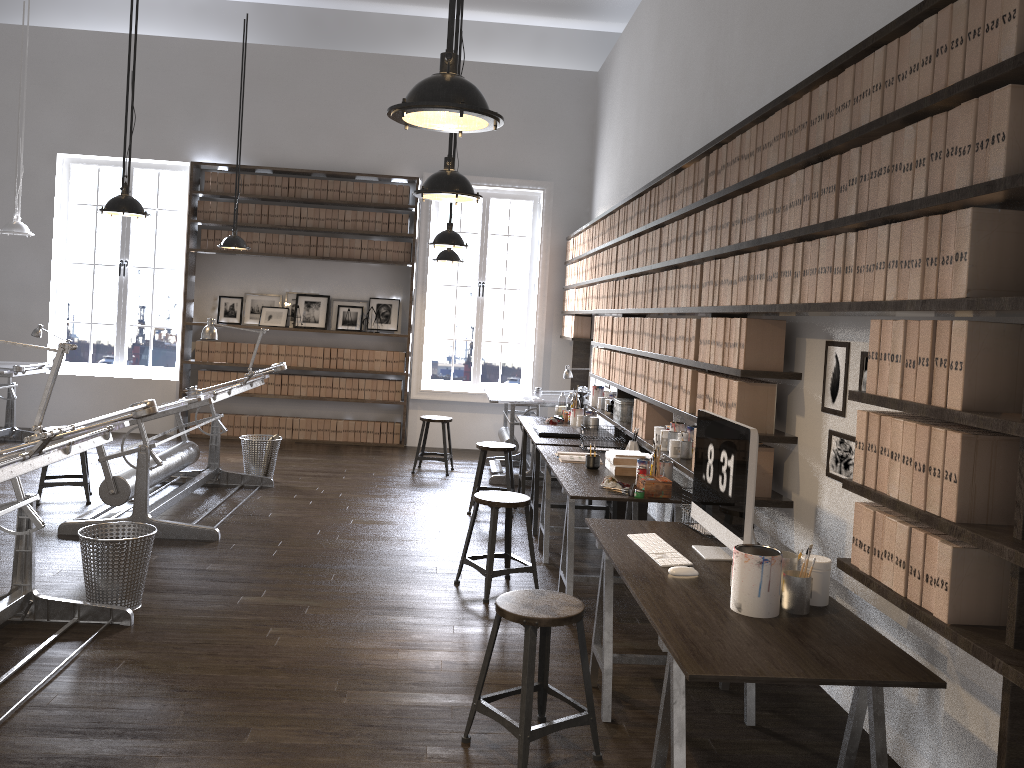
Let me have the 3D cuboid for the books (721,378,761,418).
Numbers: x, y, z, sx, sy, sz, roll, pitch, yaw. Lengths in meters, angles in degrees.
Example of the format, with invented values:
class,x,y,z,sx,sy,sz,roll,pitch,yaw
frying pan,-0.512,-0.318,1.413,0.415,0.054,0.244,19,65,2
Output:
class,x,y,z,sx,sy,sz,roll,pitch,yaw
books,1.039,0.094,3.985,0.174,0.225,0.067,3,2,-4

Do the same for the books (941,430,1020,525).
class,x,y,z,sx,sy,sz,roll,pitch,yaw
books,1.170,0.235,2.192,0.174,0.225,0.067,3,2,-4

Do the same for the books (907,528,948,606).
class,x,y,z,sx,sy,sz,roll,pitch,yaw
books,1.144,0.501,2.330,0.174,0.225,0.067,3,2,-4

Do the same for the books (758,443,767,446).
class,x,y,z,sx,sy,sz,roll,pitch,yaw
books,1.029,0.375,3.926,0.174,0.225,0.067,3,2,-4

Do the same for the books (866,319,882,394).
class,x,y,z,sx,sy,sz,roll,pitch,yaw
books,1.156,-0.074,2.629,0.174,0.225,0.067,3,2,-4

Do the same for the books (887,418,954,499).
class,x,y,z,sx,sy,sz,roll,pitch,yaw
books,1.149,0.213,2.463,0.174,0.225,0.067,3,2,-4

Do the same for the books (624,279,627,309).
class,x,y,z,sx,sy,sz,roll,pitch,yaw
books,0.908,-0.641,6.406,0.174,0.225,0.067,3,2,-4

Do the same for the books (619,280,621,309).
class,x,y,z,sx,sy,sz,roll,pitch,yaw
books,0.894,-0.658,6.619,0.174,0.225,0.067,3,2,-4

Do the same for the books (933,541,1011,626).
class,x,y,z,sx,sy,sz,roll,pitch,yaw
books,1.148,0.511,2.195,0.174,0.225,0.067,3,2,-4

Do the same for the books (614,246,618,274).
class,x,y,z,sx,sy,sz,roll,pitch,yaw
books,0.886,-0.953,6.877,0.174,0.225,0.067,3,2,-4

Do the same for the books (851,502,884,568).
class,x,y,z,sx,sy,sz,roll,pitch,yaw
books,1.122,0.475,2.663,0.174,0.225,0.067,3,2,-4

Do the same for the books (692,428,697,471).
class,x,y,z,sx,sy,sz,roll,pitch,yaw
books,0.996,0.337,4.418,0.174,0.225,0.067,3,2,-4

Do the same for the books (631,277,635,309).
class,x,y,z,sx,sy,sz,roll,pitch,yaw
books,0.922,-0.620,6.137,0.174,0.225,0.067,3,2,-4

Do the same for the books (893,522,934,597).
class,x,y,z,sx,sy,sz,roll,pitch,yaw
books,1.135,0.495,2.400,0.174,0.225,0.067,3,2,-4

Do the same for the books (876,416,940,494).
class,x,y,z,sx,sy,sz,roll,pitch,yaw
books,1.148,0.208,2.533,0.174,0.225,0.067,3,2,-4

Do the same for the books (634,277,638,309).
class,x,y,z,sx,sy,sz,roll,pitch,yaw
books,0.931,-0.615,6.067,0.174,0.225,0.067,3,2,-4

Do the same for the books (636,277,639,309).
class,x,y,z,sx,sy,sz,roll,pitch,yaw
books,0.937,-0.609,5.998,0.174,0.225,0.067,3,2,-4

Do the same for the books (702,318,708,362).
class,x,y,z,sx,sy,sz,roll,pitch,yaw
books,1.034,-0.210,4.355,0.174,0.225,0.067,3,2,-4

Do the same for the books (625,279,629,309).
class,x,y,z,sx,sy,sz,roll,pitch,yaw
books,0.907,-0.636,6.339,0.174,0.225,0.067,3,2,-4

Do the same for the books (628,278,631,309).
class,x,y,z,sx,sy,sz,roll,pitch,yaw
books,0.916,-0.631,6.272,0.174,0.225,0.067,3,2,-4

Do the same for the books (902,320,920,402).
class,x,y,z,sx,sy,sz,roll,pitch,yaw
books,1.171,-0.058,2.417,0.174,0.225,0.067,3,2,-4

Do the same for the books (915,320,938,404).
class,x,y,z,sx,sy,sz,roll,pitch,yaw
books,1.171,-0.052,2.342,0.174,0.225,0.067,3,2,-4

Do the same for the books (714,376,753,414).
class,x,y,z,sx,sy,sz,roll,pitch,yaw
books,1.036,0.083,4.124,0.174,0.225,0.067,3,2,-4

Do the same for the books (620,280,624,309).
class,x,y,z,sx,sy,sz,roll,pitch,yaw
books,0.894,-0.652,6.547,0.174,0.225,0.067,3,2,-4

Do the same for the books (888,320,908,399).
class,x,y,z,sx,sy,sz,roll,pitch,yaw
books,1.161,-0.063,2.487,0.174,0.225,0.067,3,2,-4

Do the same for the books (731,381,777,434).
class,x,y,z,sx,sy,sz,roll,pitch,yaw
books,1.051,0.104,3.856,0.174,0.225,0.067,3,2,-4

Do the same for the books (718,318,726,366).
class,x,y,z,sx,sy,sz,roll,pitch,yaw
books,1.048,-0.189,4.083,0.174,0.225,0.067,3,2,-4

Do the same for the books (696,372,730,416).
class,x,y,z,sx,sy,sz,roll,pitch,yaw
books,1.016,0.060,4.414,0.174,0.225,0.067,3,2,-4

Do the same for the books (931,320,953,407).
class,x,y,z,sx,sy,sz,roll,pitch,yaw
books,1.181,-0.046,2.268,0.174,0.225,0.067,3,2,-4

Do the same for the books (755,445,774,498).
class,x,y,z,sx,sy,sz,roll,pitch,yaw
books,1.038,0.381,3.856,0.174,0.225,0.067,3,2,-4

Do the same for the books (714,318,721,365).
class,x,y,z,sx,sy,sz,roll,pitch,yaw
books,1.048,-0.194,4.150,0.174,0.225,0.067,3,2,-4

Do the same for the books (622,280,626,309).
class,x,y,z,sx,sy,sz,roll,pitch,yaw
books,0.903,-0.647,6.477,0.174,0.225,0.067,3,2,-4

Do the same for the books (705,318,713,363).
class,x,y,z,sx,sy,sz,roll,pitch,yaw
books,1.035,-0.204,4.285,0.174,0.225,0.067,3,2,-4

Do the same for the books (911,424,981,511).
class,x,y,z,sx,sy,sz,roll,pitch,yaw
books,1.155,0.224,2.324,0.174,0.225,0.067,3,2,-4

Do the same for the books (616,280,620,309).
class,x,y,z,sx,sy,sz,roll,pitch,yaw
books,0.883,-0.664,6.693,0.174,0.225,0.067,3,2,-4

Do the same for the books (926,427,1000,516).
class,x,y,z,sx,sy,sz,roll,pitch,yaw
books,1.164,0.229,2.262,0.174,0.225,0.067,3,2,-4

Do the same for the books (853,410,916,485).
class,x,y,z,sx,sy,sz,roll,pitch,yaw
books,1.132,0.197,2.672,0.174,0.225,0.067,3,2,-4

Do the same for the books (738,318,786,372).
class,x,y,z,sx,sy,sz,roll,pitch,yaw
books,1.074,-0.166,3.804,0.174,0.225,0.067,3,2,-4

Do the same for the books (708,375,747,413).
class,x,y,z,sx,sy,sz,roll,pitch,yaw
books,1.027,0.077,4.194,0.174,0.225,0.067,3,2,-4

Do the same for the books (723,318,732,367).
class,x,y,z,sx,sy,sz,roll,pitch,yaw
books,1.059,-0.183,4.017,0.174,0.225,0.067,3,2,-4

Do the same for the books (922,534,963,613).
class,x,y,z,sx,sy,sz,roll,pitch,yaw
books,1.151,0.506,2.260,0.174,0.225,0.067,3,2,-4

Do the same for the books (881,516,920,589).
class,x,y,z,sx,sy,sz,roll,pitch,yaw
books,1.132,0.490,2.466,0.174,0.225,0.067,3,2,-4

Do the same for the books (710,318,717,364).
class,x,y,z,sx,sy,sz,roll,pitch,yaw
books,1.042,-0.199,4.213,0.174,0.225,0.067,3,2,-4

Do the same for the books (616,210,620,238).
class,x,y,z,sx,sy,sz,roll,pitch,yaw
books,0.901,-1.229,6.863,0.174,0.225,0.067,3,2,-4

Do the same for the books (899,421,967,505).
class,x,y,z,sx,sy,sz,roll,pitch,yaw
books,1.150,0.219,2.390,0.174,0.225,0.067,3,2,-4

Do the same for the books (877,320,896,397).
class,x,y,z,sx,sy,sz,roll,pitch,yaw
books,1.161,-0.069,2.558,0.174,0.225,0.067,3,2,-4

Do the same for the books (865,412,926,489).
class,x,y,z,sx,sy,sz,roll,pitch,yaw
books,1.141,0.202,2.602,0.174,0.225,0.067,3,2,-4

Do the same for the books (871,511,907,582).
class,x,y,z,sx,sy,sz,roll,pitch,yaw
books,1.130,0.485,2.529,0.174,0.225,0.067,3,2,-4

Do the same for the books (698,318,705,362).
class,x,y,z,sx,sy,sz,roll,pitch,yaw
books,1.031,-0.215,4.425,0.174,0.225,0.067,3,2,-4

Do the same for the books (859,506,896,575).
class,x,y,z,sx,sy,sz,roll,pitch,yaw
books,1.120,0.480,2.595,0.174,0.225,0.067,3,2,-4

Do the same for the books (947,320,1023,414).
class,x,y,z,sx,sy,sz,roll,pitch,yaw
books,1.184,-0.040,2.192,0.174,0.225,0.067,3,2,-4

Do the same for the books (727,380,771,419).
class,x,y,z,sx,sy,sz,roll,pitch,yaw
books,1.049,0.099,3.919,0.174,0.225,0.067,3,2,-4

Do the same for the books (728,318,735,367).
class,x,y,z,sx,sy,sz,roll,pitch,yaw
books,1.064,-0.178,3.946,0.174,0.225,0.067,3,2,-4

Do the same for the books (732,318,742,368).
class,x,y,z,sx,sy,sz,roll,pitch,yaw
books,1.065,-0.172,3.875,0.174,0.225,0.067,3,2,-4

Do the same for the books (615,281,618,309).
class,x,y,z,sx,sy,sz,roll,pitch,yaw
books,0.883,-0.669,6.767,0.174,0.225,0.067,3,2,-4

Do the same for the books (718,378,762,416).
class,x,y,z,sx,sy,sz,roll,pitch,yaw
books,1.041,0.089,4.053,0.174,0.225,0.067,3,2,-4
